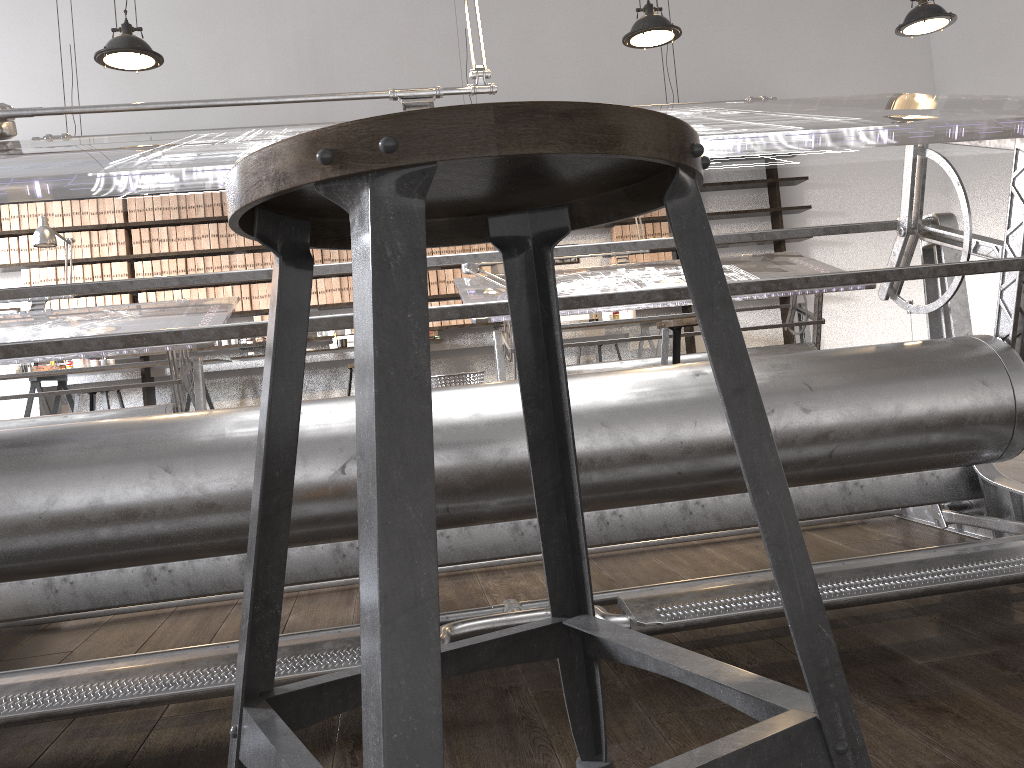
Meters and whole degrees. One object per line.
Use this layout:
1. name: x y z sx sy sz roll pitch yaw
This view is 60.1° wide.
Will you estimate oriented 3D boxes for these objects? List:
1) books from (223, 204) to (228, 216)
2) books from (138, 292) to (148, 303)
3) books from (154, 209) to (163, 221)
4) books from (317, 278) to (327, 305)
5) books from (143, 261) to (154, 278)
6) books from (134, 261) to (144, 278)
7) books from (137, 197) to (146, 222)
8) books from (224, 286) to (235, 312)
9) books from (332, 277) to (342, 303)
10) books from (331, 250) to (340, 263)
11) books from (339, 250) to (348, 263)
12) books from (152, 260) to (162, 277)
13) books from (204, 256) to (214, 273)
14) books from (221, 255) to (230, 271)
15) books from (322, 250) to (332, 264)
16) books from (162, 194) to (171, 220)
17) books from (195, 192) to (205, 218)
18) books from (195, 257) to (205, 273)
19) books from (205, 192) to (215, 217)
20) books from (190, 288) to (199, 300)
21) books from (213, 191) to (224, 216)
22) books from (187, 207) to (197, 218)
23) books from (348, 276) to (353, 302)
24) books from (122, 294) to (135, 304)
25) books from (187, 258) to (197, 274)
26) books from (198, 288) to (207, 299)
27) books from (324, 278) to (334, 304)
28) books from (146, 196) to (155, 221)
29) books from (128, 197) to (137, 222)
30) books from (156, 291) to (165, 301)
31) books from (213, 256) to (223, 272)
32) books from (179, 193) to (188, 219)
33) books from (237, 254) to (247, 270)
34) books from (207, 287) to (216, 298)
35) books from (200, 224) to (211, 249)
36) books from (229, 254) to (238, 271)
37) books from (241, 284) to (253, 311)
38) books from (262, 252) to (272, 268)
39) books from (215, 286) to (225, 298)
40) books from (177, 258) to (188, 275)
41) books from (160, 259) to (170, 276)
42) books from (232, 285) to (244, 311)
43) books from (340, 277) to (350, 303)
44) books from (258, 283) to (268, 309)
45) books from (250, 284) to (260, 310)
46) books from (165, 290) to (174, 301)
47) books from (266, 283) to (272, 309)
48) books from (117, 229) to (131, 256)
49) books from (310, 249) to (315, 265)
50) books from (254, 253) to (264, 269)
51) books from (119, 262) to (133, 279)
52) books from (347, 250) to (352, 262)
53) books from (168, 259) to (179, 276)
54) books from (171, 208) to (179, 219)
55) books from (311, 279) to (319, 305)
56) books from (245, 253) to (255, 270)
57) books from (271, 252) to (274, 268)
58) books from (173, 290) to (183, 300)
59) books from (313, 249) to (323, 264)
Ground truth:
1. books: -2.446 -1.538 7.636 0.067 0.226 0.174 -5 -1 -8
2. books: -3.098 -0.653 7.497 0.067 0.226 0.174 -5 -1 -8
3. books: -2.996 -1.484 7.553 0.067 0.226 0.174 -5 -1 -8
4. books: -1.650 -0.796 7.709 0.067 0.226 0.174 -5 -1 -8
5. books: -3.063 -0.922 7.514 0.067 0.226 0.174 -5 -1 -8
6. books: -3.135 -0.915 7.507 0.067 0.226 0.174 -5 -1 -8
7. books: -3.137 -1.470 7.534 0.067 0.226 0.174 -5 -1 -8
8. books: -2.415 -0.720 7.598 0.067 0.226 0.174 -5 -1 -8
9. books: -1.522 -0.808 7.725 0.067 0.226 0.174 -5 -1 -8
10. books: -1.539 -1.072 7.736 0.067 0.226 0.174 -5 -1 -8
11. books: -1.470 -1.079 7.751 0.067 0.226 0.174 -5 -1 -8
12. books: -2.992 -0.929 7.524 0.067 0.226 0.174 -5 -1 -8
13. books: -2.579 -0.970 7.590 0.067 0.226 0.174 -5 -1 -8
14. books: -2.442 -0.983 7.604 0.067 0.226 0.174 -5 -1 -8
15. books: -1.609 -1.065 7.731 0.067 0.226 0.174 -5 -1 -8
16. books: -2.934 -1.490 7.563 0.067 0.226 0.174 -5 -1 -8
17. books: -2.662 -1.517 7.600 0.067 0.226 0.174 -5 -1 -8
18. books: -2.648 -0.963 7.576 0.067 0.226 0.174 -5 -1 -8
19. books: -2.593 -1.524 7.615 0.067 0.226 0.174 -5 -1 -8
20. books: -2.687 -0.694 7.561 0.067 0.226 0.174 -5 -1 -8
21. books: -2.518 -1.531 7.620 0.067 0.226 0.174 -5 -1 -8
22. books: -2.732 -1.510 7.594 0.067 0.226 0.174 -5 -1 -8
23. books: -1.386 -0.822 7.750 0.067 0.226 0.174 -5 -1 -8
24. books: -3.229 -0.640 7.479 0.067 0.226 0.174 -5 -1 -8
25. books: -2.719 -0.956 7.571 0.067 0.226 0.174 -5 -1 -8
26. books: -2.621 -0.700 7.566 0.067 0.226 0.174 -5 -1 -8
27. books: -1.588 -0.802 7.720 0.067 0.226 0.174 -5 -1 -8
28. books: -3.067 -1.477 7.541 0.067 0.226 0.174 -5 -1 -8
29. books: -3.206 -1.463 7.526 0.067 0.226 0.174 -5 -1 -8
30. books: -2.959 -0.667 7.524 0.067 0.226 0.174 -5 -1 -8
31. books: -2.509 -0.976 7.600 0.067 0.226 0.174 -5 -1 -8
32. books: -2.802 -1.503 7.584 0.067 0.226 0.174 -5 -1 -8
33. books: -2.314 -0.995 7.626 0.067 0.226 0.174 -5 -1 -8
34. books: -2.555 -0.707 7.581 0.067 0.226 0.174 -5 -1 -8
35. books: -2.612 -1.245 7.596 0.067 0.226 0.174 -5 -1 -8
36. books: -2.376 -0.989 7.618 0.067 0.226 0.174 -5 -1 -8
37. books: -2.271 -0.735 7.618 0.067 0.226 0.174 -5 -1 -8
38. books: -2.105 -1.016 7.660 0.067 0.226 0.174 -5 -1 -8
39. books: -2.485 -0.713 7.592 0.067 0.226 0.174 -5 -1 -8
40. books: -2.792 -0.948 7.554 0.067 0.226 0.174 -5 -1 -8
41. books: -2.930 -0.935 7.538 0.067 0.226 0.174 -5 -1 -8
42. books: -2.345 -0.727 7.612 0.067 0.226 0.174 -5 -1 -8
43. books: -1.456 -0.815 7.740 0.067 0.226 0.174 -5 -1 -8
44. books: -2.133 -0.748 7.640 0.067 0.226 0.174 -5 -1 -8
45. books: -2.198 -0.742 7.634 0.067 0.226 0.174 -5 -1 -8
46. books: -2.890 -0.674 7.532 0.067 0.226 0.174 -5 -1 -8
47. books: -2.071 -0.754 7.645 0.067 0.226 0.174 -5 -1 -8
48. books: -3.281 -1.186 7.503 0.067 0.226 0.174 -5 -1 -8
49. books: -1.756 -1.050 7.710 0.067 0.226 0.174 -5 -1 -8
50. books: -2.174 -1.009 7.648 0.067 0.226 0.174 -5 -1 -8
51. books: -3.251 -0.910 7.487 0.067 0.226 0.174 -5 -1 -8
52. books: -1.400 -1.086 7.761 0.067 0.226 0.174 -5 -1 -8
53. books: -2.866 -0.941 7.549 0.067 0.226 0.174 -5 -1 -8
54. books: -2.868 -1.496 7.568 0.067 0.226 0.174 -5 -1 -8
55. books: -1.721 -0.789 7.697 0.067 0.226 0.174 -5 -1 -8
56. books: -2.243 -1.003 7.634 0.067 0.226 0.174 -5 -1 -8
57. books: -2.036 -1.023 7.666 0.067 0.226 0.174 -5 -1 -8
58. books: -2.820 -0.680 7.538 0.067 0.226 0.174 -5 -1 -8
59. books: -1.683 -1.058 7.715 0.067 0.226 0.174 -5 -1 -8
